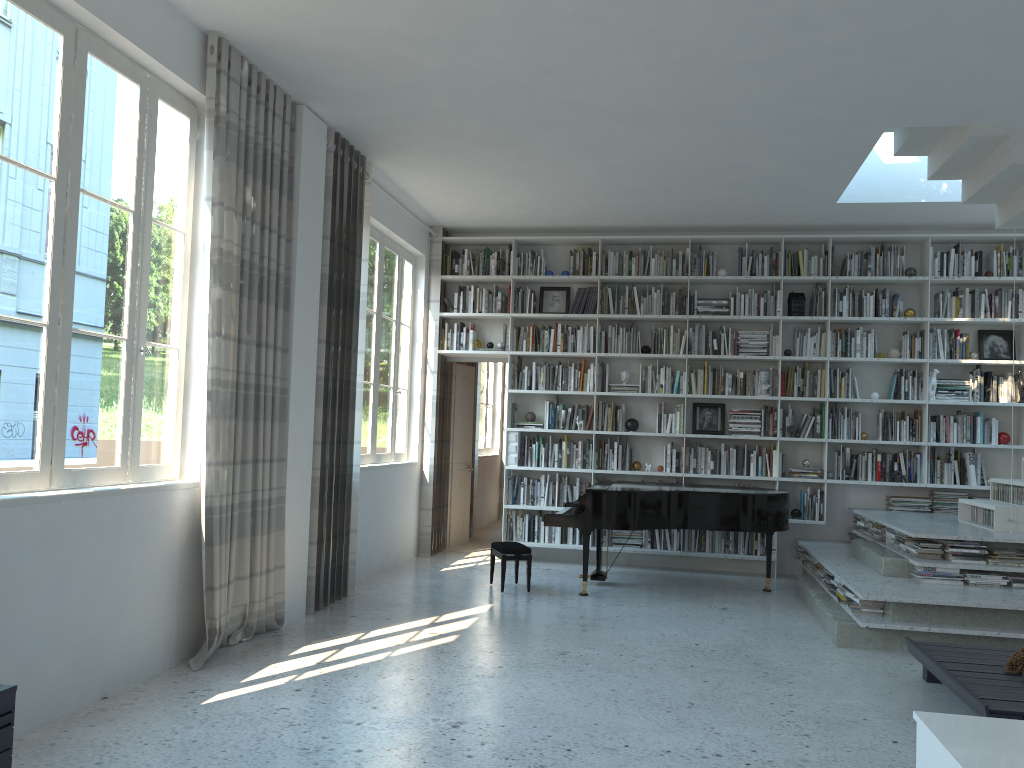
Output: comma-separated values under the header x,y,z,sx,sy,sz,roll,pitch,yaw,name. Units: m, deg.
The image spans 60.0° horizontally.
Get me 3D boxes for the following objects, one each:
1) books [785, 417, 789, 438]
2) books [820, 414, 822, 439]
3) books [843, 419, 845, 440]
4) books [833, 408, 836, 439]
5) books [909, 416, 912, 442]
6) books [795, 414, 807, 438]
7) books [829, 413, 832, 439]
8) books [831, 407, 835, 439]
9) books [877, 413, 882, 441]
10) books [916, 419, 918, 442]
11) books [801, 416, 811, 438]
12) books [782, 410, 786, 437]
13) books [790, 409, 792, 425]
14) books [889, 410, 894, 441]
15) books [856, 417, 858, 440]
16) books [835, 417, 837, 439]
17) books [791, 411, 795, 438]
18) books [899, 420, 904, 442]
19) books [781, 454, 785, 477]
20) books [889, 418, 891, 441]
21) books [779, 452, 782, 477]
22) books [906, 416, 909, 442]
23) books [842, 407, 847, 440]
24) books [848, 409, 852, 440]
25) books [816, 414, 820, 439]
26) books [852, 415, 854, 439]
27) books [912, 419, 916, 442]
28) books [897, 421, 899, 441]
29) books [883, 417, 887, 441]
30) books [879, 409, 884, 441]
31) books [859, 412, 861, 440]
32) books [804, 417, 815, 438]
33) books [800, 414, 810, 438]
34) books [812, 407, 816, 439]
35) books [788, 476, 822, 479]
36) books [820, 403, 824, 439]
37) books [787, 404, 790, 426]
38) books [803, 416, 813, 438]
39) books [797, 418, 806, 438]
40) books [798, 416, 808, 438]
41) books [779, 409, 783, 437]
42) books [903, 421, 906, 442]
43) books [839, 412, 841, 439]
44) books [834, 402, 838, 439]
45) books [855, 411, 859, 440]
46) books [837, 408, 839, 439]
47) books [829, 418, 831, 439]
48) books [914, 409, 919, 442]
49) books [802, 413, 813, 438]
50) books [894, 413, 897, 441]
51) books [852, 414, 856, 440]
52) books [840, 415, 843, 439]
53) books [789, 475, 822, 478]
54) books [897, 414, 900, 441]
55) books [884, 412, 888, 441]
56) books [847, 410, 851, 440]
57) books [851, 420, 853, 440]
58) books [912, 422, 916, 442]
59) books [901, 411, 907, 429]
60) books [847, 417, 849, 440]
x,y,z,sx,sy,sz,roll,pitch,yaw,name
2.541,0.401,8.215,0.027,0.192,0.182,2,-3,11,books
2.835,0.392,8.172,0.021,0.226,0.148,2,-3,11,books
3.029,0.416,8.128,0.013,0.186,0.184,2,-3,11,books
2.956,0.367,8.152,0.006,0.281,0.155,2,-3,11,books
3.598,0.408,8.037,0.021,0.231,0.155,2,-3,11,books
2.661,0.388,8.192,0.095,0.228,0.190,2,-3,11,books
2.932,0.389,8.171,0.011,0.239,0.136,2,-3,11,books
2.945,0.360,8.156,0.018,0.295,0.177,2,-3,11,books
3.350,0.392,8.085,0.019,0.251,0.130,2,-3,11,books
3.644,0.423,8.019,0.013,0.203,0.158,2,-3,11,books
2.708,0.399,8.203,0.090,0.212,0.143,2,-3,11,books
2.518,0.371,8.242,0.028,0.253,0.142,2,-3,11,books
2.579,0.366,8.235,0.012,0.266,0.157,2,-3,11,books
3.454,0.378,8.071,0.007,0.285,0.159,2,-3,11,books
3.140,0.409,8.115,0.014,0.207,0.180,2,-3,11,books
2.965,0.406,8.156,0.013,0.204,0.154,2,-3,11,books
2.602,0.376,8.231,0.035,0.248,0.141,2,-3,11,books
3.520,0.424,8.040,0.015,0.195,0.175,2,-3,11,books
2.510,0.758,8.231,0.030,0.210,0.136,2,-3,11,books
3.431,0.416,8.087,0.031,0.208,0.122,2,-3,11,books
2.482,0.748,8.234,0.027,0.228,0.141,2,-3,11,books
3.561,0.408,8.031,0.018,0.229,0.182,2,-3,11,books
3.044,0.361,8.126,0.014,0.297,0.175,2,-3,11,books
3.099,0.370,8.137,0.006,0.285,0.159,2,-3,11,books
2.808,0.392,8.165,0.029,0.223,0.171,2,-3,11,books
3.117,0.401,8.132,0.008,0.222,0.134,2,-3,11,books
3.631,0.422,8.032,0.016,0.205,0.141,2,-3,11,books
3.478,0.429,8.037,0.018,0.182,0.182,2,-3,11,books
3.379,0.410,8.063,0.016,0.215,0.178,2,-3,11,books
3.370,0.374,8.095,0.016,0.289,0.131,2,-3,11,books
3.169,0.388,8.116,0.013,0.251,0.173,2,-3,11,books
2.739,0.404,8.194,0.091,0.205,0.169,2,-3,11,books
2.699,0.392,8.210,0.095,0.226,0.144,2,-3,11,books
2.792,0.361,8.191,0.013,0.285,0.139,2,-3,11,books
2.684,0.858,8.126,0.285,0.012,0.159,1,-3,14,books
2.853,0.343,8.168,0.014,0.325,0.183,2,-3,11,books
2.565,0.345,8.229,0.013,0.306,0.141,2,-3,11,books
2.729,0.398,8.207,0.090,0.215,0.139,2,-3,11,books
2.674,0.393,8.208,0.088,0.220,0.138,2,-3,11,books
2.679,0.398,8.193,0.089,0.210,0.176,2,-3,11,books
2.494,0.365,8.250,0.024,0.263,0.154,2,-3,11,books
3.535,0.430,8.032,0.019,0.183,0.190,2,-3,11,books
2.995,0.384,8.139,0.013,0.248,0.165,2,-3,11,books
2.979,0.339,8.166,0.007,0.341,0.149,2,-3,11,books
3.156,0.383,8.118,0.014,0.261,0.142,2,-3,11,books
2.986,0.367,8.139,0.005,0.283,0.159,2,-3,11,books
2.916,0.413,8.164,0.015,0.188,0.168,2,-3,11,books
3.654,0.377,8.012,0.007,0.295,0.162,2,-3,11,books
2.723,0.384,8.199,0.094,0.238,0.149,2,-3,11,books
3.461,0.394,8.042,0.018,0.251,0.184,2,-3,11,books
3.127,0.393,8.121,0.015,0.238,0.176,2,-3,11,books
3.004,0.395,8.126,0.011,0.226,0.188,2,-3,11,books
2.686,0.846,8.131,0.285,0.012,0.159,1,-3,16,books
3.502,0.400,8.064,0.030,0.244,0.136,2,-3,11,books
3.397,0.388,8.075,0.015,0.262,0.149,2,-3,11,books
3.076,0.377,8.125,0.012,0.267,0.183,2,-3,11,books
3.106,0.423,8.132,0.013,0.179,0.140,2,-3,11,books
3.610,0.433,8.006,0.016,0.180,0.189,2,-3,11,books
3.550,0.385,8.035,0.006,0.274,0.173,2,-3,11,books
3.065,0.410,8.137,0.013,0.203,0.167,2,-3,11,books
